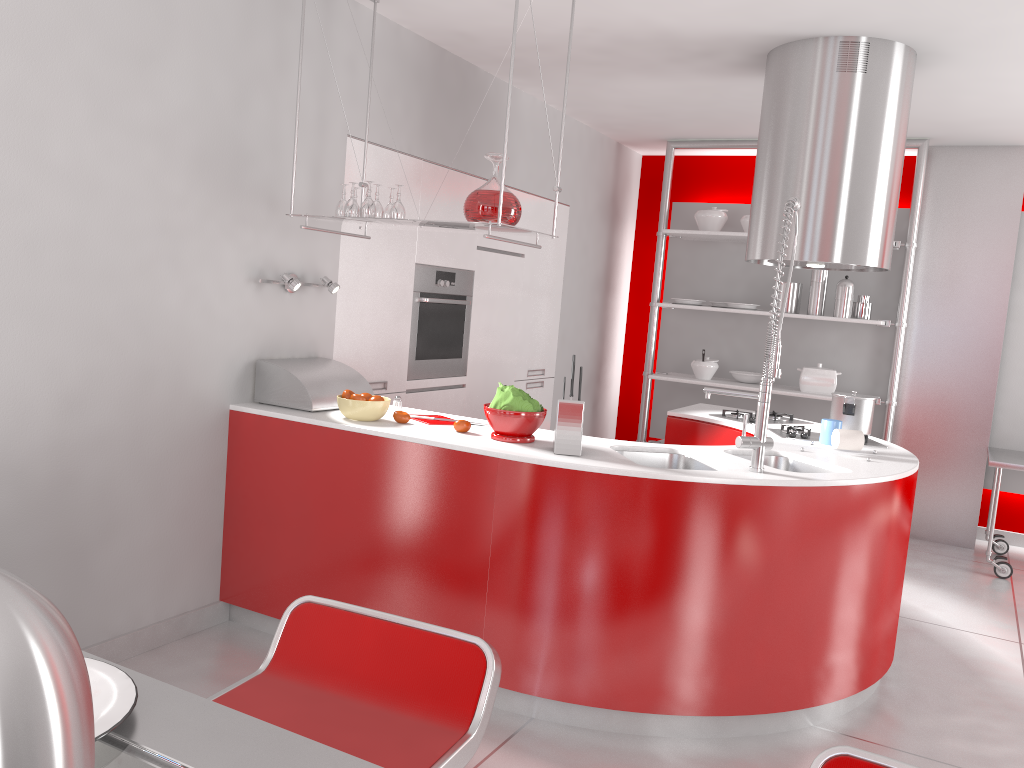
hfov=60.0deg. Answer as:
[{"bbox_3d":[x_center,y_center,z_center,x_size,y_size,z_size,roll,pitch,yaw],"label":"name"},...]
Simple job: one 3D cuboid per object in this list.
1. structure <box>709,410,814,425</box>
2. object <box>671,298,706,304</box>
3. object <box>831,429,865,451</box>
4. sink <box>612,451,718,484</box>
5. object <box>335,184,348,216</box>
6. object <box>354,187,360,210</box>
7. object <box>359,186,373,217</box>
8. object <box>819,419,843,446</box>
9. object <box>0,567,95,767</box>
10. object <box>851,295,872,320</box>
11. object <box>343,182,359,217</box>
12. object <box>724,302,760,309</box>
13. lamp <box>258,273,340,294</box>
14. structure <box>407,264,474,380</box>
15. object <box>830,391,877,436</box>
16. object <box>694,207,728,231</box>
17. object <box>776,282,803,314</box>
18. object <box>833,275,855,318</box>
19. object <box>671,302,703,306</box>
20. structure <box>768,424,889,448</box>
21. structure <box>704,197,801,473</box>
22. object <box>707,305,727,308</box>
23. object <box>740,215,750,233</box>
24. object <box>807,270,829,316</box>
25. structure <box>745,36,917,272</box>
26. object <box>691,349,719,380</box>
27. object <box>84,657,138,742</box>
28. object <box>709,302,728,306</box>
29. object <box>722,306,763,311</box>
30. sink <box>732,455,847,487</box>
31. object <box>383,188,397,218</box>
[{"bbox_3d":[1.255,0.162,4.462,0.457,0.037,0.303,1,7,-33],"label":"structure"},{"bbox_3d":[1.242,-0.574,6.252,0.244,0.042,0.244,6,6,12],"label":"object"},{"bbox_3d":[1.322,0.218,3.508,0.100,0.080,0.109,5,6,-3],"label":"object"},{"bbox_3d":[0.526,0.360,3.098,0.326,0.172,0.428,4,6,-12],"label":"sink"},{"bbox_3d":[-0.661,-0.711,3.478,0.060,0.141,0.060,8,6,27],"label":"object"},{"bbox_3d":[-0.631,-0.716,3.558,0.060,0.141,0.060,8,6,27],"label":"object"},{"bbox_3d":[-0.571,-0.705,3.492,0.060,0.141,0.060,8,6,27],"label":"object"},{"bbox_3d":[1.301,0.196,3.635,0.080,0.100,0.109,5,6,0],"label":"object"},{"bbox_3d":[-0.240,0.192,0.365,0.149,0.287,0.113,9,7,35],"label":"object"},{"bbox_3d":[2.313,-0.505,5.862,0.127,0.157,0.127,9,7,37],"label":"object"},{"bbox_3d":[-0.612,-0.699,3.397,0.060,0.141,0.060,5,6,4],"label":"object"},{"bbox_3d":[1.571,-0.528,6.066,0.244,0.042,0.244,6,6,12],"label":"object"},{"bbox_3d":[-0.852,-0.410,3.645,0.155,0.081,0.454,8,6,27],"label":"lamp"},{"bbox_3d":[-0.361,-0.325,4.757,0.050,0.589,0.599,8,6,27],"label":"structure"},{"bbox_3d":[1.508,0.124,3.933,0.189,0.185,0.218,4,6,-10],"label":"object"},{"bbox_3d":[1.395,-1.149,6.227,0.231,0.191,0.231,3,6,-22],"label":"object"},{"bbox_3d":[1.858,-0.581,5.990,0.184,0.205,0.172,8,7,32],"label":"object"},{"bbox_3d":[2.149,-0.564,5.733,0.115,0.274,0.115,7,6,20],"label":"object"},{"bbox_3d":[1.241,-0.561,6.253,0.280,0.015,0.280,2,6,-26],"label":"object"},{"bbox_3d":[1.400,0.224,3.951,0.457,0.037,0.303,5,6,2],"label":"structure"},{"bbox_3d":[0.840,-0.172,2.976,0.308,0.920,0.178,3,6,-19],"label":"structure"},{"bbox_3d":[1.530,-0.546,6.354,0.280,0.015,0.280,2,6,-26],"label":"object"},{"bbox_3d":[1.664,-1.094,6.090,0.192,0.153,0.192,10,7,41],"label":"object"},{"bbox_3d":[2.021,-0.615,5.853,0.109,0.329,0.110,7,6,25],"label":"object"},{"bbox_3d":[1.460,-1.021,4.102,0.644,0.958,0.644,4,6,-6],"label":"structure"},{"bbox_3d":[1.362,-0.140,6.264,0.192,0.214,0.192,6,6,14],"label":"object"},{"bbox_3d":[-0.430,0.276,0.741,0.217,0.015,0.217,2,6,-26],"label":"object"},{"bbox_3d":[1.531,-0.560,6.352,0.244,0.042,0.244,7,6,19],"label":"object"},{"bbox_3d":[1.570,-0.514,6.067,0.280,0.015,0.280,1,7,-33],"label":"object"},{"bbox_3d":[0.990,0.385,3.245,0.326,0.172,0.428,2,6,-24],"label":"sink"},{"bbox_3d":[-0.474,-0.694,3.469,0.060,0.141,0.060,8,6,27],"label":"object"}]
